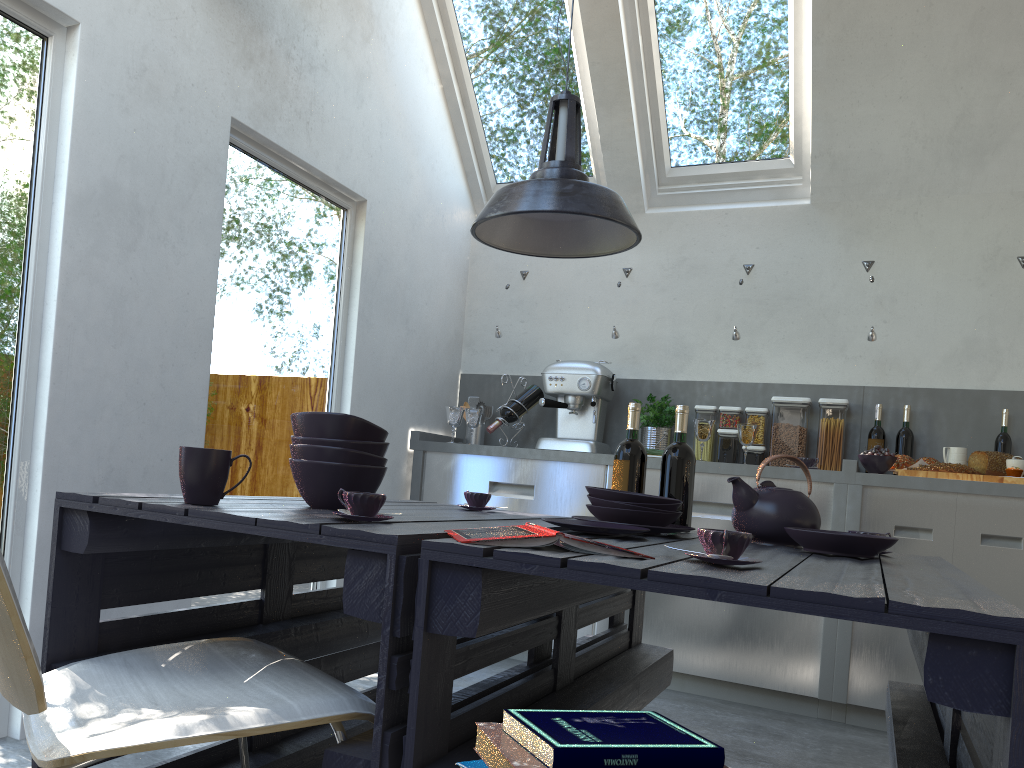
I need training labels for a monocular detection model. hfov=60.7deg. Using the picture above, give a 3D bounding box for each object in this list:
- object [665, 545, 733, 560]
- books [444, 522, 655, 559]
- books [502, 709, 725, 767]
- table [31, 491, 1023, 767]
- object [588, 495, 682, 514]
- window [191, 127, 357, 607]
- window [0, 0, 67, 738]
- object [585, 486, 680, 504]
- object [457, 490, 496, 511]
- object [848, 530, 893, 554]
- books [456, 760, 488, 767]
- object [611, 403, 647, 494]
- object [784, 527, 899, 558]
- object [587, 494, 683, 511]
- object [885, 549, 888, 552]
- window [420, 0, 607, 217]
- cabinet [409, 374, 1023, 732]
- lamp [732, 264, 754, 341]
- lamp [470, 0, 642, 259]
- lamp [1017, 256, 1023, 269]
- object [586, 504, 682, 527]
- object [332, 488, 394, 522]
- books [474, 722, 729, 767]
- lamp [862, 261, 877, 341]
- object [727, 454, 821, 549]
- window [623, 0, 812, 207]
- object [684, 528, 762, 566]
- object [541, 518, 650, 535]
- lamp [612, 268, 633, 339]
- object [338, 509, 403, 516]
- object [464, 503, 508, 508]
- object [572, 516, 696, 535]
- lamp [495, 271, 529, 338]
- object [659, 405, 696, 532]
[{"bbox_3d":[0.291,0.270,1.387,0.026,0.013,0.140,9,-7,-39],"label":"object"},{"bbox_3d":[0.051,0.253,1.456,0.301,0.030,0.227,6,-6,-6],"label":"books"},{"bbox_3d":[0.110,0.403,0.994,0.198,0.025,0.149,7,-6,-18],"label":"books"},{"bbox_3d":[0.085,0.725,2.002,1.678,0.794,1.444,3,-5,25],"label":"table"},{"bbox_3d":[0.299,0.315,2.149,0.240,0.063,0.218,2,-7,29],"label":"object"},{"bbox_3d":[-1.015,0.143,3.661,0.062,2.124,0.943,5,-2,23],"label":"window"},{"bbox_3d":[-1.620,-0.071,2.186,0.062,2.124,0.943,5,-2,23],"label":"window"},{"bbox_3d":[0.294,0.290,2.154,0.239,0.058,0.220,2,-6,25],"label":"object"},{"bbox_3d":[-0.104,0.349,2.610,0.119,0.056,0.114,4,-5,12],"label":"object"},{"bbox_3d":[0.857,0.383,2.118,0.120,0.056,0.113,4,-5,17],"label":"object"},{"bbox_3d":[0.106,0.464,0.992,0.270,0.033,0.209,9,-7,-33],"label":"books"},{"bbox_3d":[0.331,0.225,2.449,0.087,0.344,0.095,6,-1,-27],"label":"object"},{"bbox_3d":[0.727,0.354,1.943,0.220,0.047,0.240,8,-6,-25],"label":"object"},{"bbox_3d":[0.299,0.303,2.154,0.241,0.063,0.218,2,-7,29],"label":"object"},{"bbox_3d":[0.868,0.396,2.077,0.029,0.013,0.125,1,-7,35],"label":"object"},{"bbox_3d":[0.003,-1.711,4.402,0.870,1.392,1.424,4,-4,24],"label":"window"},{"bbox_3d":[0.878,0.687,4.157,2.988,1.475,0.543,3,-2,27],"label":"cabinet"},{"bbox_3d":[1.108,-0.404,4.228,0.062,0.436,0.318,5,-2,23],"label":"lamp"},{"bbox_3d":[0.151,-0.917,2.230,0.452,1.094,0.411,4,-2,25],"label":"lamp"},{"bbox_3d":[2.172,-0.366,3.692,0.062,0.436,0.318,5,-2,23],"label":"lamp"},{"bbox_3d":[0.296,0.330,2.150,0.220,0.047,0.240,8,-6,-25],"label":"object"},{"bbox_3d":[-0.278,0.229,1.643,0.119,0.056,0.114,4,-5,12],"label":"object"},{"bbox_3d":[0.103,0.431,0.994,0.249,0.032,0.180,7,-6,-13],"label":"books"},{"bbox_3d":[1.633,-0.385,3.968,0.061,0.434,0.330,5,-3,12],"label":"lamp"},{"bbox_3d":[0.668,0.292,2.207,0.222,0.232,0.208,3,-4,27],"label":"object"},{"bbox_3d":[0.926,-1.685,3.929,0.870,1.386,1.417,4,-4,24],"label":"window"},{"bbox_3d":[0.335,0.257,1.383,0.122,0.056,0.110,2,-6,32],"label":"object"},{"bbox_3d":[0.181,0.316,1.917,0.247,0.019,0.223,2,-7,29],"label":"object"},{"bbox_3d":[0.569,-0.424,4.505,0.061,0.434,0.330,5,-3,12],"label":"lamp"},{"bbox_3d":[-0.274,0.251,1.684,0.126,0.013,0.029,8,-6,-27],"label":"object"},{"bbox_3d":[-0.079,0.371,2.640,0.133,0.013,0.027,5,-5,4],"label":"object"},{"bbox_3d":[0.296,0.351,2.152,0.281,0.024,0.312,9,-7,-33],"label":"object"},{"bbox_3d":[-0.004,-0.444,4.789,0.062,0.436,0.318,5,-2,23],"label":"lamp"},{"bbox_3d":[0.455,0.231,2.396,0.087,0.344,0.096,6,-1,-32],"label":"object"}]
